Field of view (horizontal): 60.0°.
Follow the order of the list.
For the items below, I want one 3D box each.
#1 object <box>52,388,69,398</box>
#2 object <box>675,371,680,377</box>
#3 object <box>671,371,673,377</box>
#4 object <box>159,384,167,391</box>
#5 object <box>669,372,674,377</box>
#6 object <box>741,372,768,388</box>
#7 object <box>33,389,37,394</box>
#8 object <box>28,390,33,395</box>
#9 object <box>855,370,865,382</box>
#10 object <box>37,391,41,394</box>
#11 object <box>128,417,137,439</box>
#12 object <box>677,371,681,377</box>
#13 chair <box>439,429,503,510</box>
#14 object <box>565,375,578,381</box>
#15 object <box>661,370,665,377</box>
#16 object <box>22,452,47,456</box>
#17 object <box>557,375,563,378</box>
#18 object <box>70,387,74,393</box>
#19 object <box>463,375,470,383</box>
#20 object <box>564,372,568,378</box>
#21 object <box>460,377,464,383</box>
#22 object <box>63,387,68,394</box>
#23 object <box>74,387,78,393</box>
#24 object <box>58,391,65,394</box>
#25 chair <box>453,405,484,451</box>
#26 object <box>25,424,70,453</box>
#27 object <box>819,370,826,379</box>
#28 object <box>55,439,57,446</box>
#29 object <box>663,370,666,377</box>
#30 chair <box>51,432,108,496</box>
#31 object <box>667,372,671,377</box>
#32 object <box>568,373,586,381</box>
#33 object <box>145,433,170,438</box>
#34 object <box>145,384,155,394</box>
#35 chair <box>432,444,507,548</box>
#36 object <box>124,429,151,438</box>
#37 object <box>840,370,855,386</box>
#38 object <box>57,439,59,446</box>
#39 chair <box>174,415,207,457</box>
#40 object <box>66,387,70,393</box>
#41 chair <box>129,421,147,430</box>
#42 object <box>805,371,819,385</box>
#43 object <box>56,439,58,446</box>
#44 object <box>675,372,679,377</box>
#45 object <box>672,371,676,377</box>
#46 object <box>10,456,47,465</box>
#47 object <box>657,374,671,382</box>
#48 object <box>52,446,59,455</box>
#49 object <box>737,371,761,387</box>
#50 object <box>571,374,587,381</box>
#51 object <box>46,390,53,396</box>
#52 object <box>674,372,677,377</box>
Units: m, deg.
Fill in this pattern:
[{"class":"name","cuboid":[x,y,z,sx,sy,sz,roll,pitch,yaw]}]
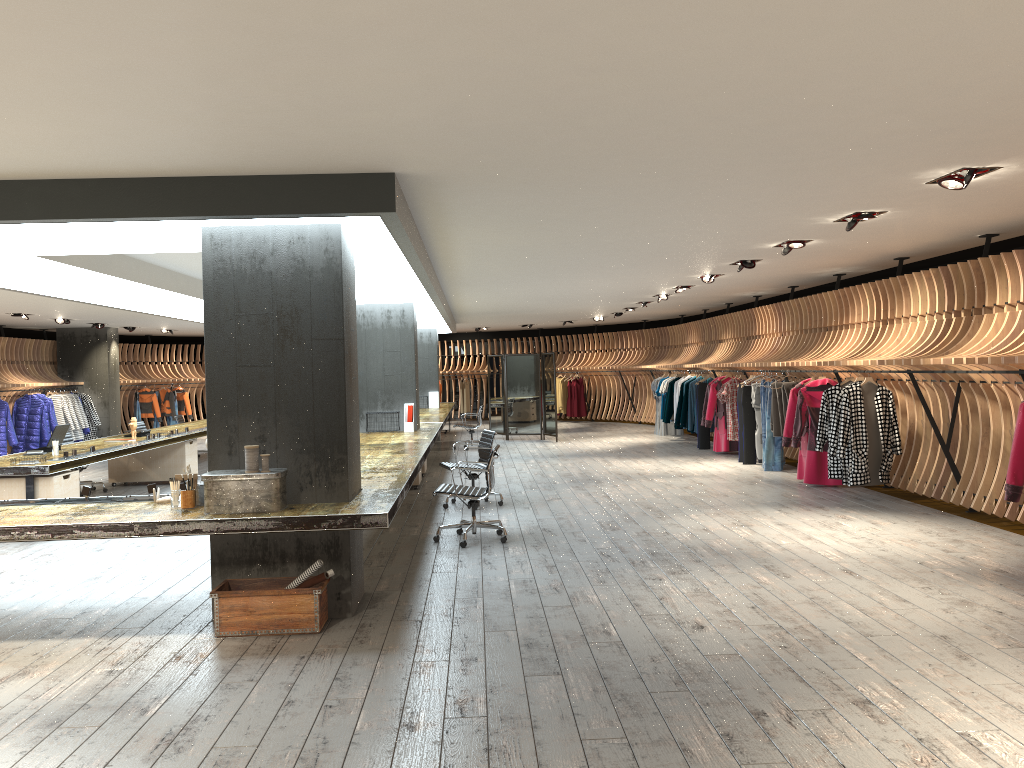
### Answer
[{"class":"object","cuboid":[-9.623,0.234,18.716,0.518,0.313,0.012,-2,0,-2]},{"class":"object","cuboid":[3.548,-0.158,18.934,0.524,0.285,0.013,-2,0,-7]},{"class":"object","cuboid":[3.526,-0.172,19.366,0.525,0.270,0.012,-1,0,23]},{"class":"object","cuboid":[-9.154,0.128,23.266,0.525,0.270,0.012,-1,0,18]},{"class":"object","cuboid":[3.494,-0.162,19.231,0.523,0.288,0.015,-2,0,8]},{"class":"object","cuboid":[3.767,-0.083,13.589,0.525,0.270,0.012,-2,0,-2]},{"class":"object","cuboid":[-9.597,0.237,17.838,0.523,0.291,0.012,-2,0,-2]},{"class":"object","cuboid":[-9.624,0.246,17.696,0.523,0.292,0.012,-2,0,-2]},{"class":"object","cuboid":[3.899,-0.023,9.930,0.525,0.270,0.012,-2,0,-2]},{"class":"object","cuboid":[-9.621,0.227,18.016,0.525,0.270,0.012,-2,0,-2]},{"class":"object","cuboid":[-5.247,0.613,12.281,0.097,0.300,0.320,-2,0,-19]},{"class":"object","cuboid":[3.530,-0.153,18.647,0.524,0.284,0.014,-2,0,8]},{"class":"chair","cuboid":[-0.499,0.979,10.248,0.668,0.859,0.693,-2,0,-26]},{"class":"object","cuboid":[1.705,-0.214,25.022,0.525,0.270,0.012,-2,0,-27]},{"class":"object","cuboid":[3.478,-0.185,20.126,0.525,0.270,0.012,-1,0,13]},{"class":"object","cuboid":[-5.445,0.796,10.116,0.213,0.019,0.219,-2,1,-17]},{"class":"object","cuboid":[1.383,-0.215,25.353,0.525,0.270,0.012,-2,0,-2]},{"class":"object","cuboid":[-9.659,0.232,19.515,0.516,0.316,0.012,-2,0,-2]},{"class":"object","cuboid":[-1.383,-0.156,26.922,0.012,0.270,0.525,-2,1,18]},{"class":"object","cuboid":[1.533,-0.216,25.190,0.012,0.270,0.525,-2,1,38]},{"class":"object","cuboid":[-1.513,-0.153,26.934,0.012,0.270,0.525,-2,1,13]},{"class":"object","cuboid":[-9.641,0.227,19.157,0.518,0.313,0.012,-2,0,-2]},{"class":"object","cuboid":[-9.670,0.227,19.703,0.518,0.313,0.012,-2,0,-2]},{"class":"object","cuboid":[-9.633,0.230,18.979,0.518,0.313,0.012,-2,0,-2]},{"class":"chair","cuboid":[-0.853,0.864,17.663,0.667,0.859,0.693,-2,0,-6]},{"class":"object","cuboid":[-5.477,0.642,10.473,0.365,0.316,0.373,-2,1,-2]},{"class":"object","cuboid":[3.850,-0.039,10.993,0.525,0.270,0.012,-1,0,28]},{"class":"object","cuboid":[-5.113,0.704,9.937,0.030,0.170,0.007,-2,0,18]},{"class":"object","cuboid":[3.477,-0.182,19.981,0.525,0.270,0.012,-2,0,-12]},{"class":"chair","cuboid":[-6.024,1.102,12.397,0.667,0.859,0.693,-2,0,-11]},{"class":"object","cuboid":[3.516,-0.178,19.673,0.525,0.270,0.012,-2,0,-17]},{"class":"object","cuboid":[1.816,-0.216,24.906,0.525,0.270,0.012,-2,0,-2]},{"class":"object","cuboid":[-4.918,0.723,12.326,0.302,0.074,0.217,-2,1,-8]},{"class":"object","cuboid":[-9.384,0.141,22.719,0.525,0.270,0.012,-1,0,13]},{"class":"chair","cuboid":[-0.405,1.011,8.173,0.667,0.859,0.693,-2,0,-6]},{"class":"object","cuboid":[-5.414,0.714,12.812,0.262,0.088,0.373,-2,1,-2]},{"class":"object","cuboid":[3.914,-0.029,10.257,0.525,0.270,0.012,-1,0,18]},{"class":"object","cuboid":[-5.104,0.703,9.954,0.030,0.170,0.007,-2,0,-36]},{"class":"chair","cuboid":[-6.204,1.026,17.250,0.667,0.859,0.693,-2,0,-16]},{"class":"object","cuboid":[-9.708,0.206,19.354,0.525,0.270,0.012,-2,0,-2]},{"class":"chair","cuboid":[-6.102,1.060,15.041,0.667,0.859,0.693,-2,0,-6]},{"class":"object","cuboid":[3.872,-0.045,11.316,0.525,0.270,0.012,-1,0,18]},{"class":"object","cuboid":[-5.107,0.703,9.944,0.030,0.170,0.007,-2,0,-9]},{"class":"object","cuboid":[3.538,-0.167,18.820,0.525,0.270,0.012,-2,0,-17]},{"class":"object","cuboid":[3.526,-0.168,19.125,0.525,0.270,0.012,-2,0,3]},{"class":"object","cuboid":[-4.876,0.778,8.951,0.302,0.074,0.217,-2,1,-8]},{"class":"object","cuboid":[3.490,-0.180,19.845,0.525,0.270,0.012,-1,0,13]},{"class":"object","cuboid":[-5.123,0.749,9.955,0.061,0.111,0.061,-2,0,31]},{"class":"object","cuboid":[3.749,-0.086,13.802,0.525,0.270,0.012,-1,0,38]},{"class":"object","cuboid":[1.876,-0.216,24.825,0.525,0.270,0.012,-2,0,-27]},{"class":"object","cuboid":[-9.613,0.238,18.481,0.518,0.313,0.012,-2,0,-2]},{"class":"object","cuboid":[3.553,-0.162,19.039,0.523,0.290,0.013,-2,0,-7]}]
